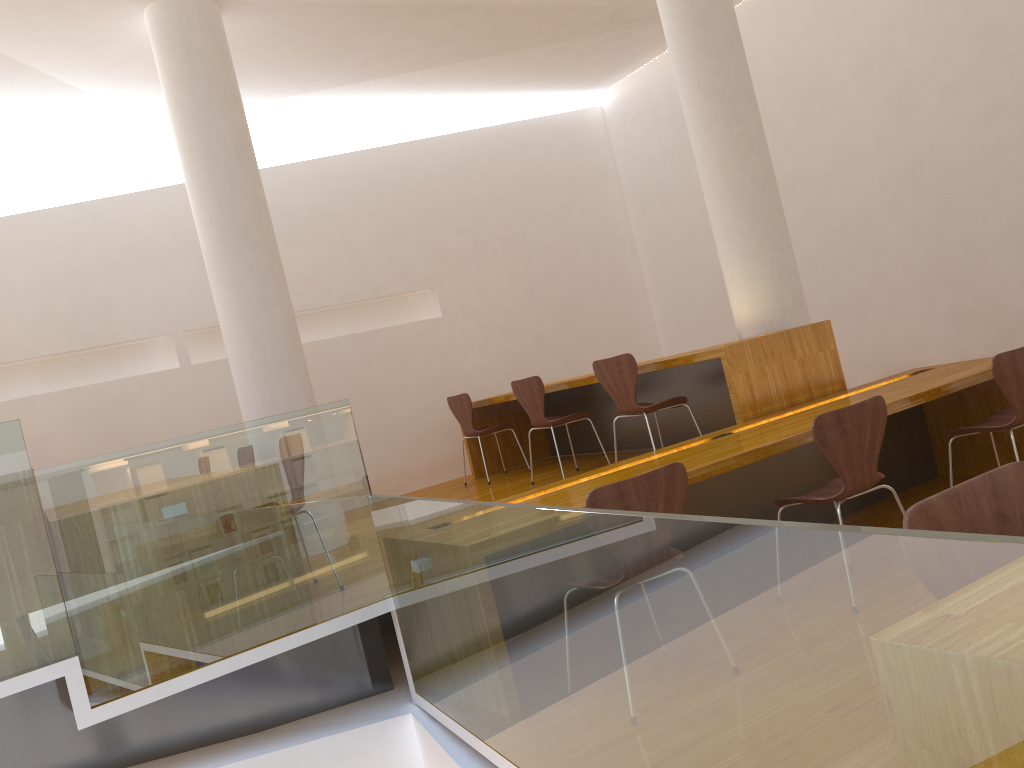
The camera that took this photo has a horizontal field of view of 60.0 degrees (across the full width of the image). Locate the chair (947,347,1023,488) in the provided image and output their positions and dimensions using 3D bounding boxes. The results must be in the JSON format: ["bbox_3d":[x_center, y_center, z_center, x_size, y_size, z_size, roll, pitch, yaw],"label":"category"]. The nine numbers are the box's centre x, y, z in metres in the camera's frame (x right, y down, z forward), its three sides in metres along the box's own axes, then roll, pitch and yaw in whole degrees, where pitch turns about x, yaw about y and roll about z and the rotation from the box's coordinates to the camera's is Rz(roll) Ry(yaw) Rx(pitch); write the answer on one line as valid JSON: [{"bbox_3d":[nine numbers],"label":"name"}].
[{"bbox_3d":[2.141,0.200,3.894,0.428,0.693,0.381,-14,0,-29],"label":"chair"}]

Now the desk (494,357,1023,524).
[{"bbox_3d":[1.126,0.497,3.826,3.185,0.606,0.760,-14,0,-29],"label":"desk"}]

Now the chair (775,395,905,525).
[{"bbox_3d":[1.207,0.429,3.321,0.428,0.693,0.381,-14,0,-29],"label":"chair"}]

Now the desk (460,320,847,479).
[{"bbox_3d":[0.686,0.211,5.902,0.760,0.606,3.185,-14,0,-29],"label":"desk"}]

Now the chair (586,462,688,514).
[{"bbox_3d":[0.381,0.632,2.853,0.428,0.693,0.381,-14,0,-29],"label":"chair"}]

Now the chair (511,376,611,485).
[{"bbox_3d":[0.303,0.265,5.719,0.381,0.693,0.428,-14,0,-29],"label":"chair"}]

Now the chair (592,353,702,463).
[{"bbox_3d":[0.759,0.156,4.868,0.381,0.693,0.428,-14,0,-29],"label":"chair"}]

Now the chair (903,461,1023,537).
[{"bbox_3d":[0.967,0.492,1.417,0.428,0.693,0.381,-14,0,-29],"label":"chair"}]

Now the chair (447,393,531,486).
[{"bbox_3d":[-0.188,0.384,6.717,0.381,0.693,0.428,-14,0,-29],"label":"chair"}]
